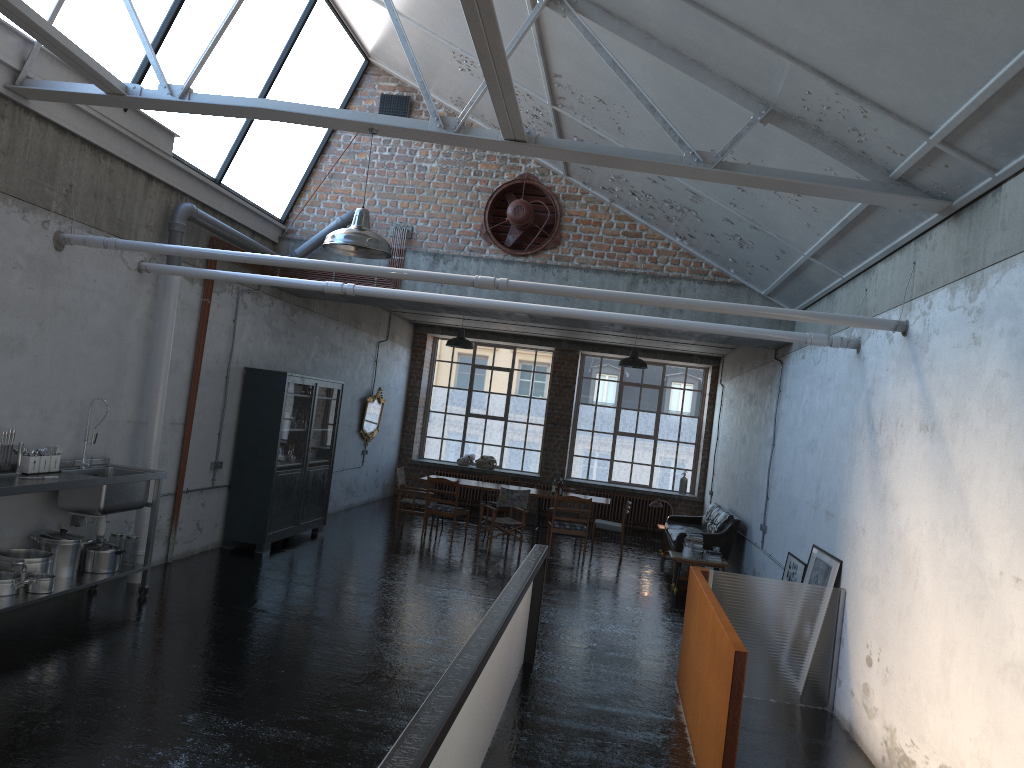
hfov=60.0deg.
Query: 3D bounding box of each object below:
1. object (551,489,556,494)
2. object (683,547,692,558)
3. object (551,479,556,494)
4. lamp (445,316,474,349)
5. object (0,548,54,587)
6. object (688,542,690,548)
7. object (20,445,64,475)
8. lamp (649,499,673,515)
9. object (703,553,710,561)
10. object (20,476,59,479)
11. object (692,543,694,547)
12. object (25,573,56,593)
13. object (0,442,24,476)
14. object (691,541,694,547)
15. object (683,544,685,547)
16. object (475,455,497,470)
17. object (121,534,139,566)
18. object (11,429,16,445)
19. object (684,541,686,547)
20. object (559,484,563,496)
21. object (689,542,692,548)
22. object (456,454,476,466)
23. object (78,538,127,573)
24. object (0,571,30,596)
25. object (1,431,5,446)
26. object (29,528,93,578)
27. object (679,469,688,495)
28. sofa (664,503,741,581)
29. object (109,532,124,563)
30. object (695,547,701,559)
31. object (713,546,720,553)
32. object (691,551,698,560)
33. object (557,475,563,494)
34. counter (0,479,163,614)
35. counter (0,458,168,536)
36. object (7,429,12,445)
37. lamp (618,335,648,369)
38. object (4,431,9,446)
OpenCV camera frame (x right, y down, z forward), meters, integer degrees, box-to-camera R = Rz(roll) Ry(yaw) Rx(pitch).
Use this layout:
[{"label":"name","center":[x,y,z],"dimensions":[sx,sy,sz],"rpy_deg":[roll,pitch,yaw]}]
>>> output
[{"label":"object","center":[0.699,1.736,14.771],"dimensions":[0.077,0.173,0.077],"rpy_deg":[7,-2,-7]},{"label":"object","center":[2.425,2.322,12.244],"dimensions":[0.110,0.137,0.110],"rpy_deg":[7,-2,7]},{"label":"object","center":[0.695,1.695,14.657],"dimensions":[0.070,0.235,0.041],"rpy_deg":[7,-2,7]},{"label":"lamp","center":[-0.837,-1.068,15.152],"dimensions":[0.502,0.891,0.502],"rpy_deg":[7,-2,11]},{"label":"object","center":[-3.934,1.482,7.147],"dimensions":[0.403,0.231,0.505],"rpy_deg":[6,-2,19]},{"label":"object","center":[2.444,2.272,12.286],"dimensions":[0.009,0.167,0.061],"rpy_deg":[6,-2,19]},{"label":"object","center":[-3.889,0.615,7.300],"dimensions":[0.166,0.234,0.454],"rpy_deg":[7,-2,9]},{"label":"lamp","center":[2.677,2.300,15.792],"dimensions":[0.496,0.492,0.220],"rpy_deg":[7,-2,-1]},{"label":"object","center":[2.647,2.362,12.094],"dimensions":[0.092,0.099,0.092],"rpy_deg":[8,-2,-15]},{"label":"object","center":[-3.707,0.736,6.954],"dimensions":[0.045,0.022,0.327],"rpy_deg":[6,-2,26]},{"label":"object","center":[2.474,2.272,12.244],"dimensions":[0.062,0.169,0.009],"rpy_deg":[7,-2,7]},{"label":"object","center":[-3.686,1.558,6.932],"dimensions":[0.202,0.115,0.253],"rpy_deg":[6,-2,34]},{"label":"object","center":[-3.934,0.587,6.924],"dimensions":[0.067,0.260,0.322],"rpy_deg":[7,-2,7]},{"label":"object","center":[2.477,2.265,12.257],"dimensions":[0.052,0.185,0.009],"rpy_deg":[7,-2,9]},{"label":"object","center":[2.411,2.285,12.260],"dimensions":[0.137,0.190,0.009],"rpy_deg":[7,-2,10]},{"label":"object","center":[-0.607,1.761,20.034],"dimensions":[0.418,0.305,0.625],"rpy_deg":[8,-2,-19]},{"label":"object","center":[-3.546,1.539,8.248],"dimensions":[0.130,0.285,0.130],"rpy_deg":[7,-2,-7]},{"label":"object","center":[-3.911,0.415,6.953],"dimensions":[0.022,0.132,0.033],"rpy_deg":[7,-2,3]},{"label":"object","center":[2.400,2.275,12.277],"dimensions":[0.046,0.202,0.023],"rpy_deg":[5,-3,43]},{"label":"object","center":[0.810,1.736,14.554],"dimensions":[0.051,0.180,0.097],"rpy_deg":[8,-2,-21]},{"label":"object","center":[2.463,2.283,12.276],"dimensions":[0.037,0.204,0.023],"rpy_deg":[9,-3,-44]},{"label":"object","center":[-1.043,1.723,20.152],"dimensions":[0.281,0.281,0.575],"rpy_deg":[6,-2,33]},{"label":"object","center":[-3.682,1.519,7.911],"dimensions":[0.367,0.278,0.395],"rpy_deg":[9,-3,-41]},{"label":"object","center":[-3.927,1.521,6.756],"dimensions":[0.404,0.124,0.323],"rpy_deg":[6,-2,34]},{"label":"object","center":[-3.925,0.418,6.836],"dimensions":[0.019,0.114,0.027],"rpy_deg":[7,-2,2]},{"label":"object","center":[-3.850,1.430,7.554],"dimensions":[0.346,0.394,0.392],"rpy_deg":[6,-2,31]},{"label":"object","center":[3.795,2.161,19.595],"dimensions":[0.172,0.551,0.172],"rpy_deg":[9,-3,-39]},{"label":"sofa","center":[2.938,2.436,14.031],"dimensions":[0.929,1.045,2.610],"rpy_deg":[7,-2,7]},{"label":"object","center":[-3.696,1.521,8.266],"dimensions":[0.130,0.285,0.130],"rpy_deg":[7,-2,-7]},{"label":"object","center":[2.550,2.326,12.212],"dimensions":[0.087,0.155,0.087],"rpy_deg":[8,-2,-20]},{"label":"object","center":[2.832,2.297,12.299],"dimensions":[0.103,0.068,0.103],"rpy_deg":[8,-2,-20]},{"label":"object","center":[2.486,2.343,12.114],"dimensions":[0.092,0.099,0.092],"rpy_deg":[8,-2,-15]},{"label":"object","center":[0.804,1.667,14.686],"dimensions":[0.075,0.324,0.075],"rpy_deg":[6,-2,32]},{"label":"counter","center":[-3.770,1.332,7.217],"dimensions":[0.589,1.160,2.374],"rpy_deg":[7,-2,7]},{"label":"counter","center":[-3.737,1.000,7.229],"dimensions":[0.625,0.644,2.435],"rpy_deg":[7,-2,7]},{"label":"object","center":[-3.916,0.413,6.910],"dimensions":[0.022,0.132,0.033],"rpy_deg":[7,-2,3]},{"label":"lamp","center":[2.068,-0.723,14.789],"dimensions":[0.502,0.891,0.502],"rpy_deg":[7,-2,11]},{"label":"object","center":[-3.921,0.419,6.871],"dimensions":[0.019,0.114,0.027],"rpy_deg":[7,-2,2]}]
